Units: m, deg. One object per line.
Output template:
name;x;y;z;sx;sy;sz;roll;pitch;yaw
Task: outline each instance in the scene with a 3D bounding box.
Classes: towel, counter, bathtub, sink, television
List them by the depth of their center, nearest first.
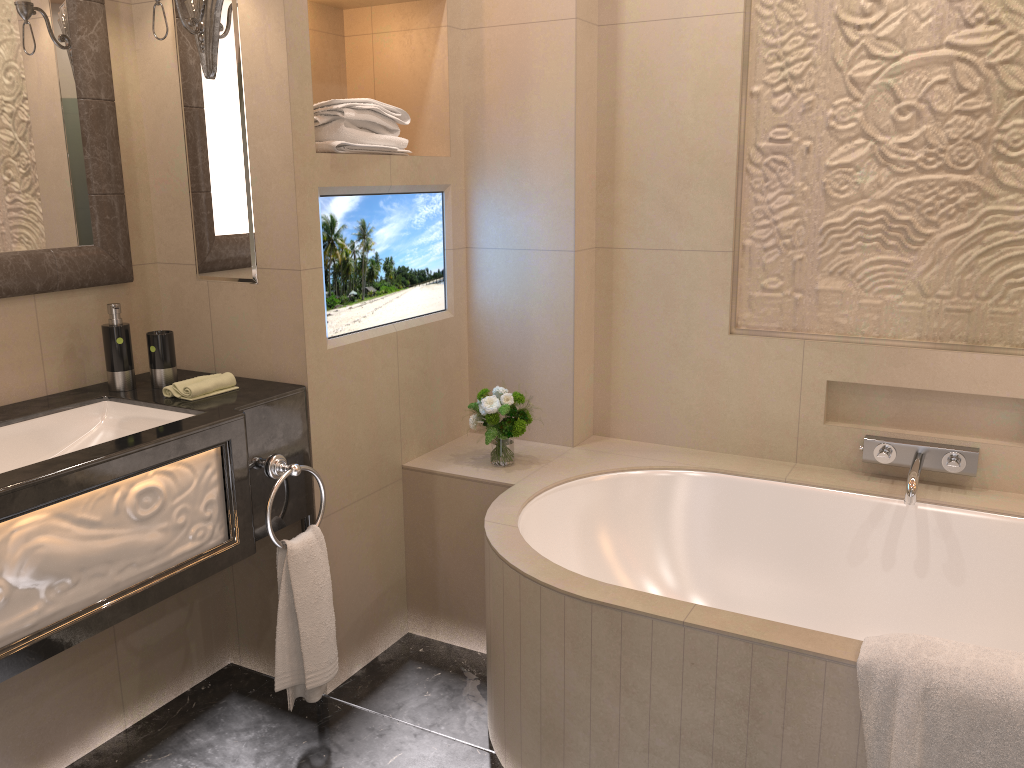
towel;0.789;0.664;1.529;0.374;0.463;0.453;7;15;30
towel;0.855;-0.830;1.679;3.195;0.726;0.517;7;15;28
sink;-0.990;0.196;1.720;0.349;0.135;0.760;6;15;28
counter;-1.008;0.534;1.811;0.543;0.858;1.330;6;15;28
bathtub;0.854;0.631;2.024;2.662;0.540;1.060;6;15;28
towel;-0.739;0.003;2.109;0.096;0.039;0.149;7;15;29
towel;-0.499;0.574;2.163;0.116;0.455;0.173;2;13;10
television;-0.349;-0.346;2.462;0.025;0.360;0.564;6;15;28

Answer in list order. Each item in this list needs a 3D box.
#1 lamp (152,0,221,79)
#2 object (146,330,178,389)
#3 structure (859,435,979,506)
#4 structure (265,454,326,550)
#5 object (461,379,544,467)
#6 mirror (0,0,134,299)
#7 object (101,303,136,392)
lamp;-0.778;-0.924;1.980;0.174;0.444;0.223;6;15;28
object;-0.856;-0.061;2.172;0.063;0.134;0.063;-8;15;-28
structure;1.038;0.227;2.295;0.290;0.097;0.259;6;15;28
structure;-0.528;0.279;2.106;0.074;0.226;0.203;6;15;28
object;-0.031;0.106;2.570;0.229;0.252;0.197;-5;14;-19
mirror;-1.241;-0.789;1.633;0.041;1.321;1.131;6;15;28
object;-0.950;-0.090;2.137;0.063;0.208;0.063;2;13;9
